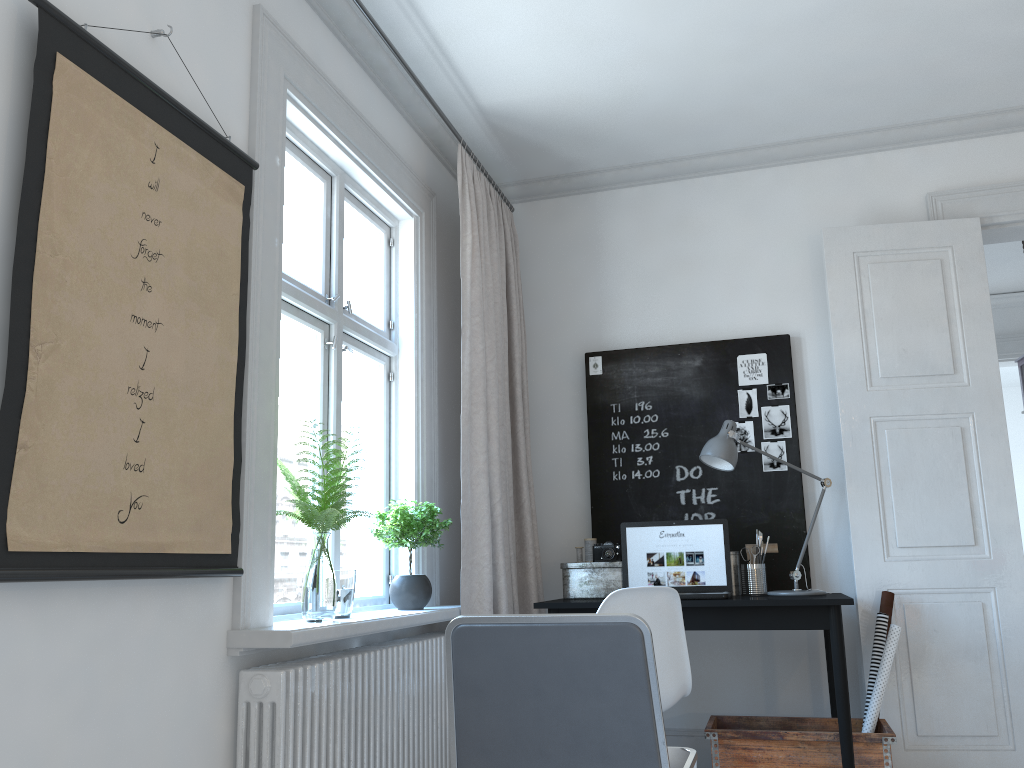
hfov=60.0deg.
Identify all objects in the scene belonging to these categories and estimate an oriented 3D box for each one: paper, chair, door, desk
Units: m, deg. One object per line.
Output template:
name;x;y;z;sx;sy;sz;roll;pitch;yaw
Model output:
paper;1.422;1.194;3.463;0.297;0.744;0.048;5;-12;-28
chair;0.145;0.898;1.935;0.562;0.795;0.526;-5;-12;16
door;3.580;0.906;6.506;2.599;2.497;0.579;-5;-11;16
chair;0.348;1.093;2.955;0.474;0.821;0.556;2;-12;-18
door;2.729;0.329;3.661;2.599;2.497;0.579;-5;-11;16
paper;1.361;1.230;3.337;0.283;0.624;0.041;0;-11;-6
paper;1.377;1.224;3.397;0.266;0.666;0.043;5;-12;-28
desk;0.739;1.230;3.492;1.160;0.756;0.653;-5;-12;16

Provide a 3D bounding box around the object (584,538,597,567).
object;0.334;0.738;3.863;0.056;0.130;0.168;-4;-12;14

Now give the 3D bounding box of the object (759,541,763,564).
object;1.032;0.766;3.696;0.083;0.221;0.009;9;-15;-44

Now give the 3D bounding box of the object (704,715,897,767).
object;1.087;1.434;3.350;0.665;0.281;0.340;-5;-12;16

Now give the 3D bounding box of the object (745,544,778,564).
object;1.063;0.779;3.736;0.138;0.208;0.034;-1;-11;-4

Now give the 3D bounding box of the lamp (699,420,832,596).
lamp;1.062;0.509;3.658;0.617;0.713;0.231;1;-11;-13

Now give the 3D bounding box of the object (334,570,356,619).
object;-0.532;0.651;2.744;0.097;0.145;0.098;-6;-12;21

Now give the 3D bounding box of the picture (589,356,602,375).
picture;0.402;-0.088;4.259;0.061;0.088;0.004;-4;-11;13

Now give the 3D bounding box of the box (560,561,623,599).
box;0.377;0.851;3.855;0.317;0.152;0.193;-5;-12;16

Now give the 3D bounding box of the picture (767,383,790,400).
picture;1.200;0.031;3.996;0.095;0.071;0.001;-5;-11;16

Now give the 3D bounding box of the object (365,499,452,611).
object;-0.383;0.625;3.275;0.310;0.405;0.272;4;-12;-23

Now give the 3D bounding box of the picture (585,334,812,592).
picture;0.828;0.387;4.074;0.953;1.168;0.064;-5;-11;16

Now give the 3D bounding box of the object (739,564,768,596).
object;1.004;0.815;3.690;0.108;0.128;0.108;-8;-13;30

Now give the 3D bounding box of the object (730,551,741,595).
object;0.938;0.812;3.787;0.079;0.187;0.079;0;-11;-5

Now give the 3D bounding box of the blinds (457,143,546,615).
blinds;-0.006;0.352;3.812;0.225;2.638;0.833;-5;-11;16

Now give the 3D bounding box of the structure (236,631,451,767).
structure;-0.462;1.127;2.861;0.195;0.545;1.510;-5;-12;16

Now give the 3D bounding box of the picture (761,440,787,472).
picture;1.168;0.319;3.951;0.103;0.136;0.001;-5;-11;16

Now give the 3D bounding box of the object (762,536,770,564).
object;1.042;0.755;3.690;0.084;0.239;0.009;0;-11;-7

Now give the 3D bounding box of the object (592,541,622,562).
object;0.405;0.712;3.774;0.137;0.087;0.073;-5;-12;16

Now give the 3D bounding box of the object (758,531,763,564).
object;1.032;0.746;3.710;0.062;0.263;0.012;5;-13;-31

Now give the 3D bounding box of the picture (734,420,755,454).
picture;1.038;0.239;4.005;0.107;0.150;0.001;-5;-11;16

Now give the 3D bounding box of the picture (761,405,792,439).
picture;1.185;0.168;3.974;0.121;0.152;0.002;-5;-11;16

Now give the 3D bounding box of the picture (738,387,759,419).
picture;1.072;0.088;4.024;0.083;0.145;0.002;-5;-11;16

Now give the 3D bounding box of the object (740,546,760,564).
object;0.996;0.778;3.711;0.081;0.198;0.050;-11;-14;40

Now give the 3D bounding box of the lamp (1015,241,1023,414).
lamp;3.031;-0.718;5.194;0.228;1.756;0.229;-4;-11;13

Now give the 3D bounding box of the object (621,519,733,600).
object;0.633;0.696;3.532;0.446;0.314;0.326;-5;-12;16

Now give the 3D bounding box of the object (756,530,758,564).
object;1.027;0.743;3.712;0.008;0.266;0.060;-8;-13;32

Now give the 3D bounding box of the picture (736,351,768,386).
picture;1.099;-0.072;4.044;0.148;0.154;0.004;-5;-11;16

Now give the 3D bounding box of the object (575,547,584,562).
object;0.300;0.759;3.939;0.040;0.069;0.040;-2;-11;4

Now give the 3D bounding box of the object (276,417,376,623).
object;-0.583;0.411;2.609;0.305;0.562;0.415;8;-14;-39

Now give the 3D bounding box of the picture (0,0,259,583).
picture;-0.828;-0.224;2.019;0.057;1.308;0.795;-5;-12;16
